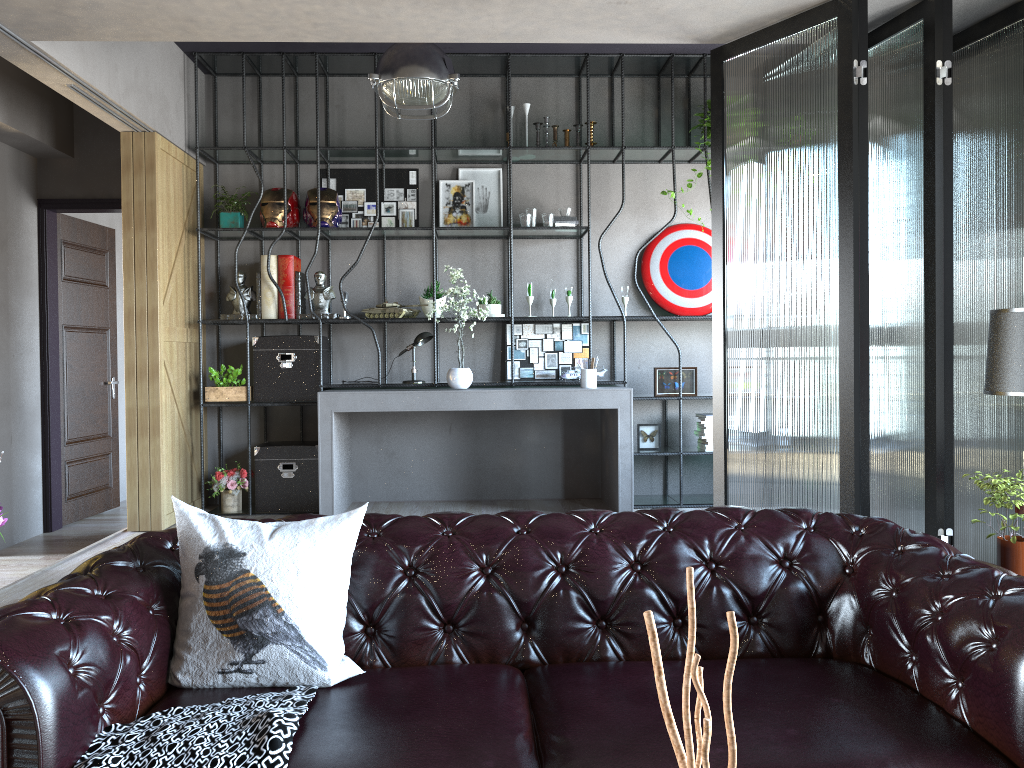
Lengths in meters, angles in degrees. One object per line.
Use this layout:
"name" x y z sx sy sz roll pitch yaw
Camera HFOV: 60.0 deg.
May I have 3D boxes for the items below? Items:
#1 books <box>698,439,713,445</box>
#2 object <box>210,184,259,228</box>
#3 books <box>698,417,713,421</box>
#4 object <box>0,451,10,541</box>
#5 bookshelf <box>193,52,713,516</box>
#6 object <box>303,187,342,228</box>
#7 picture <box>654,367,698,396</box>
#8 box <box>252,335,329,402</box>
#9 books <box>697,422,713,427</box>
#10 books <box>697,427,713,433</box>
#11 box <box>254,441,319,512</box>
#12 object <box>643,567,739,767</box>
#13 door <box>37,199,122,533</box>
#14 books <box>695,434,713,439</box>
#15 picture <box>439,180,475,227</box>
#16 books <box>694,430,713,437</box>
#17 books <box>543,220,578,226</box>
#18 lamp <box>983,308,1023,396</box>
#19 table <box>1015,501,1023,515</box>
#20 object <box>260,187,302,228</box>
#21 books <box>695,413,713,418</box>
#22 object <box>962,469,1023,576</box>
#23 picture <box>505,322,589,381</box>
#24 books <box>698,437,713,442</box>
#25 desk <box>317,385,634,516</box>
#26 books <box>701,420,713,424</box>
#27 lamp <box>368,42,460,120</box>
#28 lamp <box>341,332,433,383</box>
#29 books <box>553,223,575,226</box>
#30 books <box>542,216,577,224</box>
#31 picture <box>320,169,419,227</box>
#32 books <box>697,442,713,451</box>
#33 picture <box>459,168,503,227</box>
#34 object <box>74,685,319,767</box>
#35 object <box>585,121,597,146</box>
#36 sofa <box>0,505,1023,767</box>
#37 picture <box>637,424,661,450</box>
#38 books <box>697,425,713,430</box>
"books" 1.502 0.429 6.598 0.175 0.023 0.249 -1 2 -7
"object" -2.045 -1.271 6.466 0.295 0.339 0.324 1 2 44
"books" 1.487 0.257 6.609 0.155 0.020 0.205 -1 2 -2
"object" -1.465 0.410 2.229 0.349 0.484 0.352 0 1 28
"bookshelf" 0.006 -0.725 6.585 4.483 3.282 0.526 -1 1 -2
"object" -1.383 -1.277 6.478 0.280 0.327 0.399 -1 1 -12
"picture" 1.197 -0.017 6.493 0.313 0.212 0.049 -1 1 -2
"box" -1.617 -0.116 6.518 0.489 0.481 0.374 -1 1 -2
"books" 1.487 0.299 6.604 0.174 0.019 0.244 -1 2 -2
"books" 1.482 0.341 6.611 0.158 0.021 0.224 -1 2 -2
"box" -1.609 0.669 6.529 0.489 0.481 0.374 -1 1 -2
"object" 0.240 0.519 1.075 0.156 0.583 0.185 -1 1 -2
"door" -3.062 -0.158 7.341 1.150 2.543 1.129 -1 1 -2
"books" 1.486 0.387 6.607 0.192 0.014 0.255 -1 2 1
"picture" -0.413 -1.338 6.706 0.267 0.414 0.101 -1 1 -2
"books" 1.484 0.366 6.605 0.193 0.028 0.245 -1 2 -7
"books" 0.364 -1.207 6.683 0.243 0.024 0.175 -1 2 -6
"lamp" 1.620 0.188 2.692 0.333 0.832 0.333 -1 1 0
"table" 2.116 0.825 3.019 0.438 0.732 0.803 -1 1 -6
"object" -1.702 -1.273 6.465 0.280 0.327 0.399 -1 1 3
"books" 1.478 0.236 6.603 0.159 0.024 0.201 -1 2 -12
"object" 1.485 0.426 2.633 0.270 0.363 0.297 0 2 43
"picture" 0.281 -0.250 6.790 0.665 0.447 0.051 -1 1 -2
"books" 1.502 0.406 6.598 0.175 0.023 0.249 -1 2 -2
"desk" -0.255 0.472 6.420 2.129 0.885 0.845 -1 1 -2
"books" 1.488 0.278 6.596 0.162 0.023 0.231 0 2 13
"lamp" -0.593 -2.132 5.129 0.534 1.149 0.515 -1 1 -25
"lamp" -0.909 -0.194 6.571 0.740 0.371 0.205 0 1 22
"books" 0.352 -1.183 6.681 0.166 0.024 0.227 -1 2 -23
"books" 0.355 -1.233 6.676 0.225 0.029 0.179 -1 2 -10
"picture" -1.084 -1.391 6.751 0.749 0.503 0.058 -1 1 -2
"books" 1.501 0.462 6.597 0.192 0.043 0.248 -1 2 -2
"picture" -0.238 -1.391 6.755 0.332 0.514 0.119 -1 1 -2
"object" -0.737 1.018 1.442 0.562 0.569 1.700 0 2 18
"object" 0.580 -1.826 6.524 0.130 0.232 0.130 -1 1 -25
"sofa" 0.050 0.816 2.299 2.566 0.838 1.240 -1 1 -3
"picture" 1.019 0.393 6.596 0.172 0.190 0.036 -1 1 -2
"books" 1.488 0.319 6.610 0.155 0.022 0.205 -1 2 -7
